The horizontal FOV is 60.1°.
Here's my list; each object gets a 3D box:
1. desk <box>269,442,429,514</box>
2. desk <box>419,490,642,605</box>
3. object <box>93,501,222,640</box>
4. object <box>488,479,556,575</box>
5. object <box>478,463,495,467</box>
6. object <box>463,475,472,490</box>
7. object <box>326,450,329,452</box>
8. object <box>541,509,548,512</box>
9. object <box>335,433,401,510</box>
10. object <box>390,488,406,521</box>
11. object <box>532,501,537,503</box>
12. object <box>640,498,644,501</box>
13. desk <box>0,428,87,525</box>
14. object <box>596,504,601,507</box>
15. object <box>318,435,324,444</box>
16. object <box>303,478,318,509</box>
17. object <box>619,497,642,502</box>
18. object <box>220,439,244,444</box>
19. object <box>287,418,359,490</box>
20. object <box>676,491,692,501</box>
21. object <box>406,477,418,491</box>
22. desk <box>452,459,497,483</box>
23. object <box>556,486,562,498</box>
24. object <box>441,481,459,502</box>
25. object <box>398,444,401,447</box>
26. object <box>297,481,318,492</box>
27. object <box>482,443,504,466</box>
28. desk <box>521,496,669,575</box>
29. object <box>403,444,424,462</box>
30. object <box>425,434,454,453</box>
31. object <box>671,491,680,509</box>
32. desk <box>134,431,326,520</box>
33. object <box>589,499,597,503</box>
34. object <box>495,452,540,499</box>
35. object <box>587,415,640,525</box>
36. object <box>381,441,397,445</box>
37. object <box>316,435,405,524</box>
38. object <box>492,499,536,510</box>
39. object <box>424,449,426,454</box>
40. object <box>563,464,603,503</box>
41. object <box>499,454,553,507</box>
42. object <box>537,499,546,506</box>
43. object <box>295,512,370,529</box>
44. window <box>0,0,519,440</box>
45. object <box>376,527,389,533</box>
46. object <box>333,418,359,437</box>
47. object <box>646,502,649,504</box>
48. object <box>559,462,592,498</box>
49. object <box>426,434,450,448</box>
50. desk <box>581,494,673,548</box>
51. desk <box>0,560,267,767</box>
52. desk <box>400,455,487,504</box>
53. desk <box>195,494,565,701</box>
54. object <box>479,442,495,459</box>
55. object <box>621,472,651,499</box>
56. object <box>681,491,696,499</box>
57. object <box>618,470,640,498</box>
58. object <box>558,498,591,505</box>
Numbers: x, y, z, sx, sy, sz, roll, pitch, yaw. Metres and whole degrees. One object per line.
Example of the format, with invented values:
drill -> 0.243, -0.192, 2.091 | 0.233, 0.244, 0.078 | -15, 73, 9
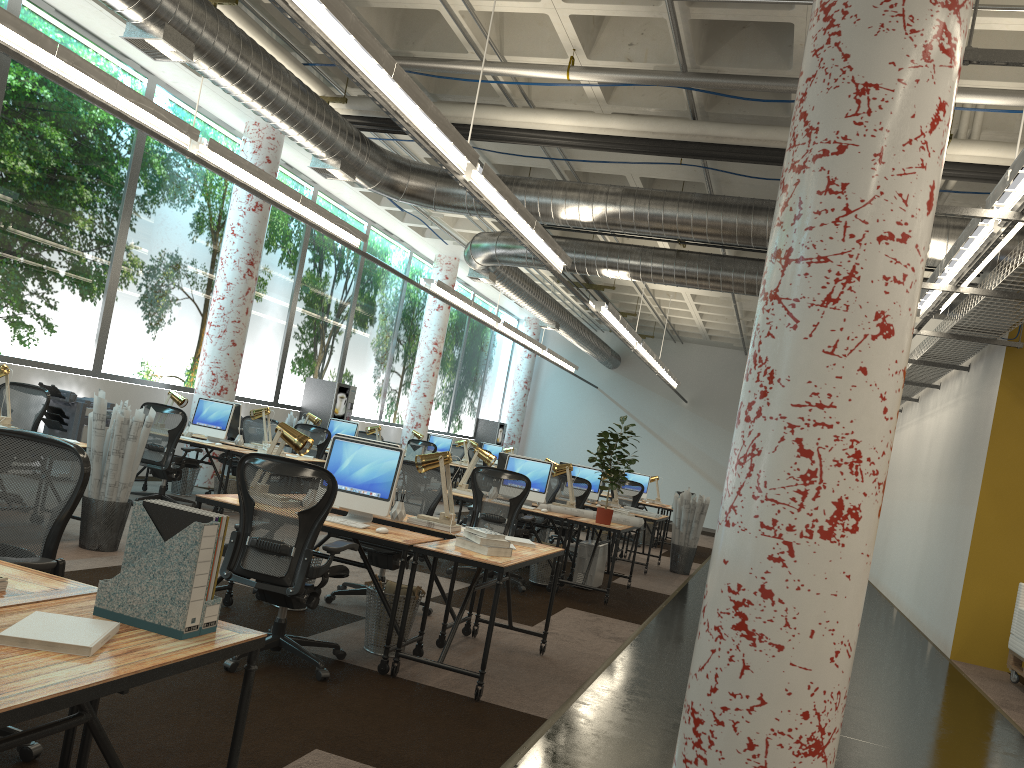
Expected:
desk -> -2.426, 1.425, 13.290 | 1.935, 0.723, 1.407 | 10, -3, 17
desk -> 0.237, 1.640, 9.201 | 1.935, 0.724, 1.407 | 10, -3, 17
object -> -0.922, 0.489, 2.358 | 0.280, 0.302, 0.151 | 10, -1, 17
object -> 0.109, 1.501, 9.061 | 0.846, 0.932, 0.105 | 10, -1, 12
object -> -0.591, 1.804, 19.790 | 0.438, 0.017, 0.119 | 9, -4, 17
object -> -1.014, 2.305, 20.628 | 0.358, 0.434, 0.354 | 10, -2, 14
object -> -2.650, 0.980, 12.869 | 0.438, 0.017, 0.119 | 9, -4, 17
object -> 0.322, 1.238, 8.678 | 0.059, 0.029, 0.107 | 10, -4, 18
object -> -1.009, 0.607, 5.935 | 0.482, 0.485, 0.190 | 10, -1, 17
object -> -0.733, 0.789, 5.778 | 0.102, 0.209, 0.101 | 11, -1, -28
object -> 0.093, 1.272, 9.773 | 0.438, 0.017, 0.119 | 9, -4, 17
object -> 2.374, 2.033, 16.207 | 0.102, 0.209, 0.101 | 11, -1, -28
desk -> -4.393, 0.638, 6.681 | 1.935, 0.723, 1.407 | 10, -3, 17
object -> 1.146, 1.606, 11.695 | 0.059, 0.029, 0.107 | 10, -4, 18
object -> -2.846, 0.870, 13.231 | 0.102, 0.209, 0.101 | 11, -1, -28
object -> -1.239, 0.678, 5.508 | 0.102, 0.209, 0.101 | 11, -1, -28
object -> 2.064, 2.031, 15.575 | 0.438, 0.017, 0.119 | 9, -4, 17
object -> -3.460, 0.701, 10.873 | 0.438, 0.017, 0.119 | 9, -4, 17
object -> -2.865, 1.089, 13.161 | 1.075, 1.208, 0.191 | 10, -1, 17
object -> 2.972, 2.049, 15.446 | 0.280, 0.302, 0.151 | 10, -1, 17
object -> -1.939, 1.934, 17.521 | 0.358, 0.434, 0.354 | 10, -2, 14
desk -> -0.367, 2.250, 20.210 | 1.935, 0.723, 1.407 | 10, -3, 17
object -> 0.642, 1.452, 12.159 | 0.102, 0.209, 0.101 | 11, -1, -28
object -> -1.862, 1.818, 15.456 | 0.365, 0.436, 3.428 | 10, -4, 27
object -> -1.742, 0.997, 12.740 | 0.280, 0.302, 0.151 | 10, -1, 17
object -> -3.075, 1.480, 13.708 | 0.355, 0.434, 0.367 | 12, -2, -37
object -> -0.461, 1.605, 19.997 | 0.482, 0.485, 0.190 | 10, -1, 17
desk -> 1.062, 2.008, 12.218 | 1.935, 0.723, 1.407 | 10, -3, 17
object -> -1.496, 1.095, 13.566 | 0.280, 0.302, 0.151 | 10, -1, 17
object -> -1.385, 1.234, 16.890 | 0.482, 0.485, 0.190 | 10, -1, 17
object -> 2.930, 2.032, 15.305 | 0.280, 0.302, 0.151 | 10, -1, 17
desk -> -3.316, 1.069, 10.301 | 1.935, 0.723, 1.407 | 10, -3, 17
object -> 1.148, 1.564, 12.429 | 0.102, 0.209, 0.101 | 11, -1, -28
object -> 0.048, 1.014, 9.570 | 0.482, 0.485, 0.190 | 10, -1, 17
object -> 0.949, 0.815, 8.524 | 0.513, 1.077, 0.439 | 10, -1, 8
object -> -1.784, 0.980, 12.599 | 0.280, 0.302, 0.151 | 10, -1, 17
object -> -0.913, 0.588, 5.353 | 0.482, 0.485, 0.190 | 10, -1, 17
object -> 0.014, 1.194, 8.781 | 0.438, 0.017, 0.119 | 9, -4, 17
object -> -1.712, 1.324, 17.044 | 0.102, 0.209, 0.101 | 11, -1, -28
object -> 0.969, 1.363, 12.005 | 0.482, 0.485, 0.190 | 10, -1, 17
object -> 0.144, 0.995, 8.988 | 0.482, 0.485, 0.190 | 10, -1, 17
object -> 0.324, 1.196, 9.413 | 0.102, 0.209, 0.101 | 11, -1, -28
object -> -1.043, 0.788, 5.146 | 0.438, 0.017, 0.119 | 9, -4, 17
window -> -3.880, -1.584, 13.683 | 0.050, 3.758, 26.314 | 10, -3, 17
object -> -0.735, 0.832, 5.043 | 0.059, 0.029, 0.107 | 10, -4, 18
object -> -2.616, 0.799, 13.659 | 0.482, 0.485, 0.190 | 10, -1, 17
object -> 2.372, 2.075, 15.473 | 0.059, 0.029, 0.107 | 10, -4, 18
object -> 0.873, 1.382, 12.587 | 0.482, 0.485, 0.190 | 10, -1, 17
object -> -1.481, 1.254, 17.472 | 0.482, 0.485, 0.190 | 10, -1, 17
desk -> 2.288, 2.477, 15.996 | 1.935, 0.723, 1.407 | 10, -3, 17
desk -> -1.852, 0.819, 2.082 | 1.935, 0.723, 1.407 | 10, -3, 17
desk -> -1.292, 1.880, 17.103 | 1.935, 0.723, 1.407 | 10, -3, 17
desk -> -0.819, 1.234, 5.566 | 1.935, 0.723, 1.407 | 10, -3, 17
object -> -0.557, 1.624, 20.579 | 0.482, 0.485, 0.190 | 10, -1, 17
object -> 2.194, 1.832, 15.783 | 0.482, 0.485, 0.190 | 10, -1, 17
object -> 3.218, 2.147, 16.272 | 0.280, 0.302, 0.151 | 10, -1, 17
object -> 2.098, 1.851, 16.365 | 0.482, 0.485, 0.190 | 10, -1, 17
object -> 0.838, 1.562, 11.797 | 0.438, 0.017, 0.119 | 9, -4, 17
